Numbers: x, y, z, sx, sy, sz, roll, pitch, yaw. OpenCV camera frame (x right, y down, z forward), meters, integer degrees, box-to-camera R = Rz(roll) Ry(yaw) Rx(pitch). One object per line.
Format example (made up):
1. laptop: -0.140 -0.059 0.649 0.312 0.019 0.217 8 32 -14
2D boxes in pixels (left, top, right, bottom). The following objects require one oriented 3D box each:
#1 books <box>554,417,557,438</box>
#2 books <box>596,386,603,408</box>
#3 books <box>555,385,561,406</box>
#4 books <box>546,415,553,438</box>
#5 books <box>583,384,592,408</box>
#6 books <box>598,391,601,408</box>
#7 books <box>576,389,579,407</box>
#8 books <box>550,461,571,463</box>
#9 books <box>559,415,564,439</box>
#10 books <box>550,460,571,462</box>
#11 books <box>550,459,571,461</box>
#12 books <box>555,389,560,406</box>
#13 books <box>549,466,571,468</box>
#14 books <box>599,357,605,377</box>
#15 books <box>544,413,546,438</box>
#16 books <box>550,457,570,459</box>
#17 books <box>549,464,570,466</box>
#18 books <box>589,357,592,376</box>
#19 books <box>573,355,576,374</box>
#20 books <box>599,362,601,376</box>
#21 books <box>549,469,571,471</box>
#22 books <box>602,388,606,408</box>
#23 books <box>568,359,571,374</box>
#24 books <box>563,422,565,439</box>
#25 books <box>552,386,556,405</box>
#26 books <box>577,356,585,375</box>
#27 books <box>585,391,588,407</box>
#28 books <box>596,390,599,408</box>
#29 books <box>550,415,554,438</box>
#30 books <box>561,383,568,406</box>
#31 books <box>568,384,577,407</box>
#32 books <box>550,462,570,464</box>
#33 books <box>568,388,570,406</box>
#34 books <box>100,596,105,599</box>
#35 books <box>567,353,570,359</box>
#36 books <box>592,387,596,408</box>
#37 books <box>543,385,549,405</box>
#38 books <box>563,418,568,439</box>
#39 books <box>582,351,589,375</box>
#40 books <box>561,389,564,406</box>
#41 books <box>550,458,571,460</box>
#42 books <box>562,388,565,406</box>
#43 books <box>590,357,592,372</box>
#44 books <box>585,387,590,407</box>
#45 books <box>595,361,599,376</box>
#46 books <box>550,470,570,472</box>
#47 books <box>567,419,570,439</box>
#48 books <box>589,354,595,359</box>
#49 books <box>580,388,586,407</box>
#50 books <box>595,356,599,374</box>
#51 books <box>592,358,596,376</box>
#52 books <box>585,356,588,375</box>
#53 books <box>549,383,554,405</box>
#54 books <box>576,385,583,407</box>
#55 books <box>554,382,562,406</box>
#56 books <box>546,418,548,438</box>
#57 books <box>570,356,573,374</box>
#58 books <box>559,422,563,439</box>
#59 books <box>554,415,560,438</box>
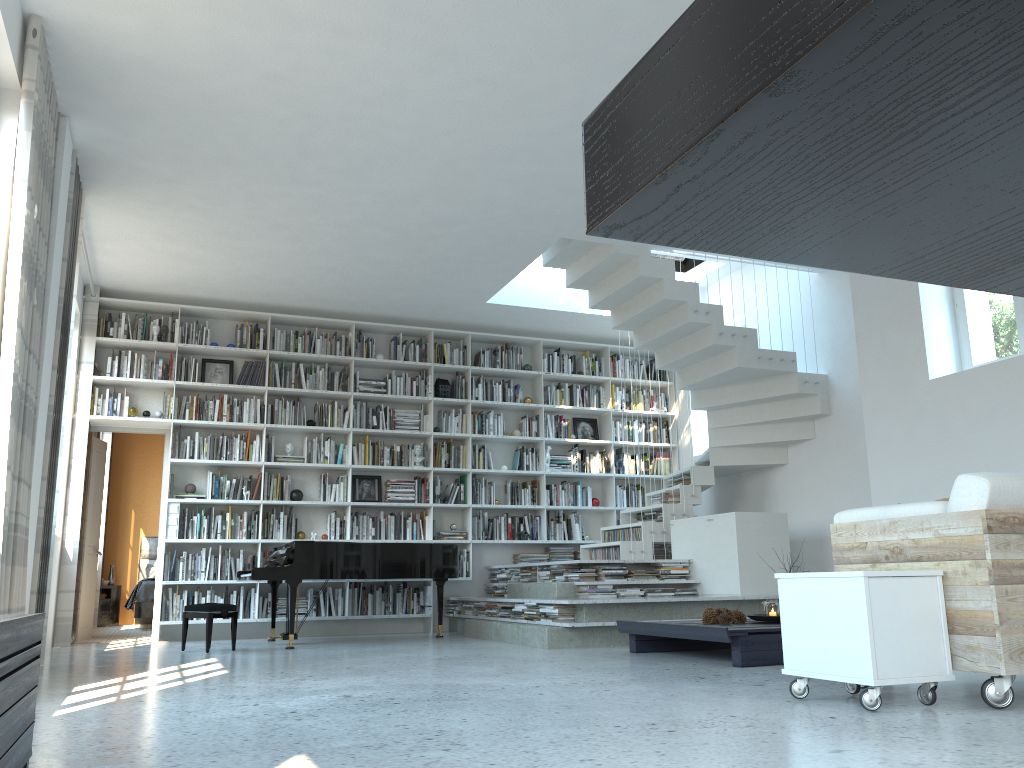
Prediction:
1. books: 0.455 0.513 9.931 0.043 0.268 0.131 4 -13 -21
2. books: 0.999 0.183 10.201 0.026 0.283 0.147 4 -13 -21
3. books: 0.508 0.156 9.999 0.026 0.260 0.167 4 -13 -21
4. books: 0.396 0.495 9.893 0.065 0.288 0.146 4 -13 -21
5. books: 0.864 0.164 10.134 0.022 0.294 0.181 4 -13 -21
6. books: 0.976 0.206 10.191 0.022 0.233 0.158 4 -13 -21
7. books: 0.708 0.183 10.060 0.030 0.229 0.187 4 -13 -21
8. books: 0.496 0.878 9.849 0.285 0.012 0.160 5 -14 -24
9. books: 0.532 0.505 9.937 0.014 0.284 0.176 4 -13 -21
10. books: 0.495 0.866 9.854 0.285 0.012 0.160 4 -13 -19
11. books: 0.497 0.853 9.850 0.285 0.012 0.160 5 -14 -26
12. books: 0.486 0.180 9.980 0.025 0.207 0.175 4 -13 -21
13. books: 0.493 0.926 9.840 0.285 0.012 0.160 5 -14 -23
14. books: 1.025 -0.164 10.282 0.026 0.262 0.163 4 -13 -21
15. books: 0.347 0.487 9.879 0.015 0.300 0.141 4 -13 -21
16. books: 0.494 0.831 9.861 0.254 0.012 0.161 4 -13 -19
17. books: 0.496 0.912 9.837 0.254 0.012 0.161 5 -14 -26
18. books: 0.869 -0.169 10.219 0.031 0.248 0.165 4 -13 -21
19. books: 0.683 -0.186 10.152 0.030 0.257 0.165 4 -13 -21
20. books: 0.990 -0.136 10.287 0.031 0.211 0.132 4 -13 -21
21. books: 0.495 0.960 9.826 0.285 0.012 0.160 3 -13 -16
22. books: 1.026 0.193 10.207 0.031 0.264 0.170 4 -13 -21
23. books: 0.623 -0.165 10.111 0.024 0.201 0.190 4 -13 -21
24. books: 0.553 0.542 9.941 0.033 0.212 0.153 4 -13 -21
25. books: 0.453 0.162 9.996 0.026 0.250 0.130 4 -13 -21
26. books: 0.792 -0.180 10.182 0.019 0.255 0.169 4 -13 -21
27. books: 0.818 0.199 10.113 0.031 0.217 0.166 4 -13 -21
28. books: 0.943 0.198 10.168 0.030 0.240 0.162 4 -13 -21
29. books: 0.433 0.501 9.914 0.012 0.284 0.160 4 -13 -21
30. books: 0.592 0.150 10.036 0.026 0.287 0.156 4 -13 -21
31. books: 0.657 0.155 10.014 0.032 0.264 0.246 4 -13 -21
32. books: 0.497 0.889 9.843 0.254 0.012 0.161 3 -13 -16
33. books: 0.612 0.178 10.049 0.025 0.238 0.143 4 -13 -21
34. books: -5.450 2.808 11.655 0.128 0.030 0.182 -1 -13 0
35. books: 0.629 -0.196 10.150 0.012 0.278 0.153 4 -13 -21
36. books: 0.914 0.179 10.153 0.036 0.271 0.177 4 -13 -21
37. books: 0.378 0.153 9.960 0.012 0.253 0.161 4 -13 -21
38. books: 0.578 0.524 9.955 0.021 0.252 0.167 4 -13 -21
39. books: 0.846 -0.205 10.219 0.007 0.320 0.166 4 -13 -21
40. books: 0.541 0.179 10.016 0.030 0.223 0.158 4 -13 -21
41. books: 0.494 0.843 9.859 0.285 0.012 0.160 4 -13 -19
42. books: 0.561 0.178 10.040 0.024 0.235 0.147 4 -13 -21
43. books: 0.886 -0.168 10.243 0.017 0.256 0.147 4 -13 -21
44. books: 0.839 0.181 10.135 0.023 0.263 0.156 4 -13 -21
45. books: 0.948 -0.144 10.245 0.029 0.209 0.169 4 -13 -21
46. books: 0.495 0.972 9.826 0.254 0.012 0.161 5 -14 -25
47. books: 0.604 0.529 9.953 0.026 0.243 0.178 4 -13 -21
48. books: 0.920 -0.186 10.259 0.020 0.298 0.131 4 -13 -21
49. books: 0.787 0.185 10.095 0.014 0.239 0.189 4 -13 -21
50. books: 0.966 -0.173 10.278 0.025 0.278 0.136 4 -13 -21
51. books: 0.911 -0.161 10.227 0.018 0.234 0.186 4 -13 -21
52. books: 0.820 -0.174 10.202 0.016 0.251 0.189 4 -13 -21
53. books: 0.420 0.142 9.977 0.052 0.281 0.167 4 -13 -21
54. books: 0.749 0.166 10.110 0.048 0.282 0.162 4 -13 -21
55. books: 0.522 0.142 10.017 0.011 0.295 0.163 4 -13 -21
56. books: 0.363 0.512 9.870 0.011 0.247 0.156 4 -13 -21
57. books: 0.659 -0.183 10.155 0.012 0.253 0.161 4 -13 -21
58. books: 0.524 0.540 9.913 0.013 0.206 0.190 4 -13 -21
59. books: 0.489 0.501 9.922 0.012 0.287 0.177 4 -13 -21
